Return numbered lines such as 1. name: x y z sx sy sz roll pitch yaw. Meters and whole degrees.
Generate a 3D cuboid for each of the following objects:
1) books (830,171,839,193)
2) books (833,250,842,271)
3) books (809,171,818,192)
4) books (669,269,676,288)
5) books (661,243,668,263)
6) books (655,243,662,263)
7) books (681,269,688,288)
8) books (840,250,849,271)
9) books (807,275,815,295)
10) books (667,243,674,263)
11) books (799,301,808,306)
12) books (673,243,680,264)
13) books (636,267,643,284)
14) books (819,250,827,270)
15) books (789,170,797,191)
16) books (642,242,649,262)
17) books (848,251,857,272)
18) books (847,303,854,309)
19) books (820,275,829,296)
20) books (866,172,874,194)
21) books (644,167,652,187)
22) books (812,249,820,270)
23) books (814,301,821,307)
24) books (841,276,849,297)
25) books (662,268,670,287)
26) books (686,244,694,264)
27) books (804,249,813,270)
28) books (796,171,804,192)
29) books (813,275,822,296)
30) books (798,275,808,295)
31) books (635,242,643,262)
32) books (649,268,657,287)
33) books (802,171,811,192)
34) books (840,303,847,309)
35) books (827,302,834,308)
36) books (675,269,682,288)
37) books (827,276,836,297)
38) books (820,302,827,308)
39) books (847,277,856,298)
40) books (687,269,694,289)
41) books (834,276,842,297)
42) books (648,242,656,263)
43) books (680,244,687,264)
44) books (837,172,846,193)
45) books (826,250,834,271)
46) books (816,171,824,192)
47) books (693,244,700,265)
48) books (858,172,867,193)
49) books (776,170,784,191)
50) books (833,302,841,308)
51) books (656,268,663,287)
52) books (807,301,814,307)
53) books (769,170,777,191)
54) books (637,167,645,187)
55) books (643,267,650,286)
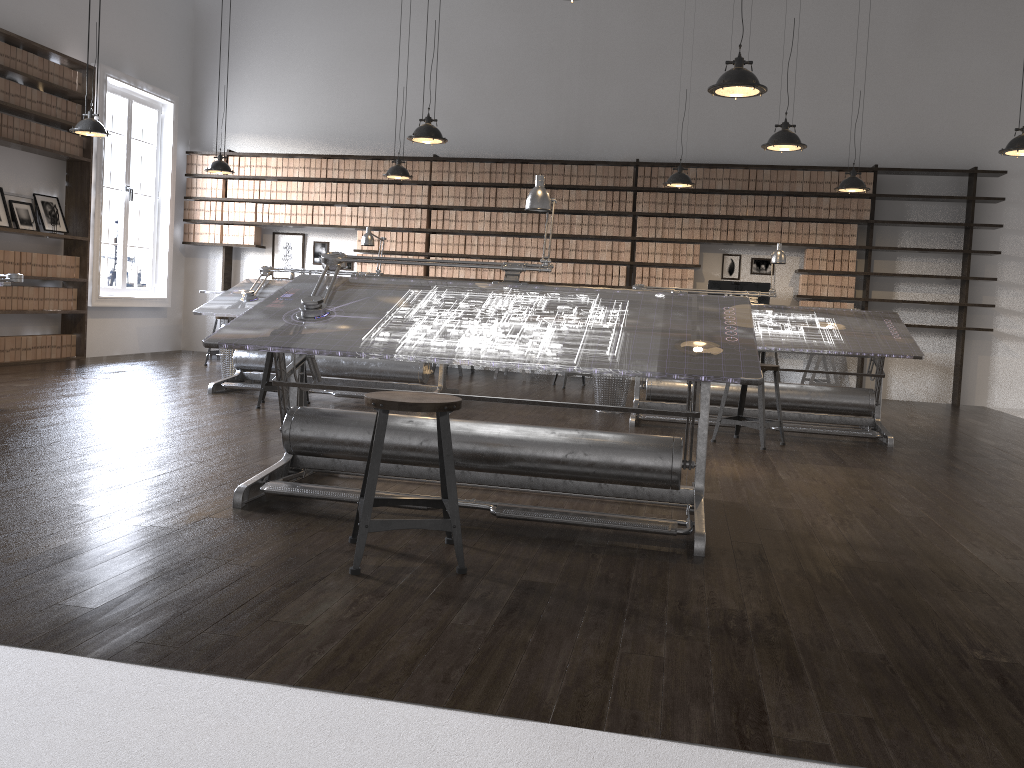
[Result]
1. books: 3.420 -2.136 9.424 0.067 0.225 0.175 4 4 11
2. books: 3.461 -1.310 9.443 0.067 0.225 0.175 4 4 11
3. books: 3.213 -2.151 9.469 0.067 0.225 0.175 4 4 11
4. books: 1.770 -1.158 9.779 0.067 0.225 0.175 4 4 11
5. books: 1.683 -1.439 9.786 0.067 0.225 0.175 4 4 11
6. books: 1.621 -1.443 9.796 0.067 0.225 0.175 4 4 11
7. books: 1.902 -1.148 9.753 0.067 0.225 0.175 4 4 11
8. books: 3.534 -1.305 9.435 0.067 0.225 0.175 4 4 11
9. books: 3.196 -1.055 9.507 0.067 0.225 0.175 4 4 11
10. books: 1.748 -1.434 9.769 0.067 0.225 0.175 4 4 11
11. books: 3.128 -0.783 9.529 0.067 0.225 0.175 4 4 11
12. books: 1.815 -1.429 9.762 0.067 0.225 0.175 4 4 11
13. books: 1.415 -1.183 9.847 0.067 0.225 0.175 4 4 11
14. books: 3.318 -1.321 9.472 0.067 0.225 0.175 4 4 11
15. books: 3.011 -2.166 9.507 0.067 0.225 0.175 4 4 11
16. books: 1.482 -1.453 9.825 0.067 0.225 0.175 4 4 11
17. books: 3.608 -1.300 9.418 0.067 0.225 0.175 4 4 11
18. books: 3.586 -0.749 9.436 0.067 0.225 0.175 4 4 11
19. books: 3.333 -1.045 9.479 0.067 0.225 0.175 4 4 11
20. books: 3.764 -2.111 9.362 0.067 0.225 0.175 4 4 11
21. books: 1.504 -2.274 9.791 0.067 0.225 0.175 4 4 11
22. books: 3.249 -1.326 9.489 0.067 0.225 0.175 4 4 11
23. books: 3.259 -0.773 9.503 0.067 0.225 0.175 4 4 11
24. books: 3.531 -1.031 9.442 0.067 0.225 0.175 4 4 11
25. books: 1.701 -1.163 9.793 0.067 0.225 0.175 4 4 11
26. books: 1.953 -1.419 9.732 0.067 0.225 0.175 4 4 11
27. books: 3.179 -1.331 9.502 0.067 0.225 0.175 4 4 11
28. books: 3.073 -2.161 9.494 0.067 0.225 0.175 4 4 11
29. books: 3.265 -1.050 9.495 0.067 0.225 0.175 4 4 11
30. books: 3.127 -1.060 9.516 0.067 0.225 0.175 4 4 11
31. books: 1.414 -1.458 9.840 0.067 0.225 0.175 4 4 11
32. books: 1.562 -1.173 9.820 0.067 0.225 0.175 4 4 11
33. books: 3.143 -2.156 9.479 0.067 0.225 0.175 4 4 11
34. books: 3.524 -0.754 9.455 0.067 0.225 0.175 4 4 11
35. books: 3.386 -0.764 9.475 0.067 0.225 0.175 4 4 11
36. books: 1.835 -1.153 9.761 0.067 0.225 0.175 4 4 11
37. books: 3.403 -1.039 9.462 0.067 0.225 0.175 4 4 11
38. books: 3.321 -0.769 9.489 0.067 0.225 0.175 4 4 11
39. books: 3.600 -1.026 9.430 0.067 0.225 0.175 4 4 11
40. books: 1.963 -1.144 9.740 0.067 0.225 0.175 4 4 11
41. books: 3.468 -1.035 9.449 0.067 0.225 0.175 4 4 11
42. books: 1.550 -1.448 9.808 0.067 0.225 0.175 4 4 11
43. books: 1.885 -1.424 9.749 0.067 0.225 0.175 4 4 11
44. books: 3.491 -2.131 9.411 0.067 0.225 0.175 4 4 11
45. books: 3.388 -1.316 9.463 0.067 0.225 0.175 4 4 11
46. books: 3.282 -2.146 9.458 0.067 0.225 0.175 4 4 11
47. books: 2.024 -1.414 9.723 0.067 0.225 0.175 4 4 11
48. books: 3.696 -2.117 9.379 0.067 0.225 0.175 4 4 11
49. books: 2.880 -2.175 9.534 0.067 0.225 0.175 4 4 11
50. books: 3.455 -0.759 9.466 0.067 0.225 0.175 4 4 11
51. books: 1.630 -1.168 9.802 0.067 0.225 0.175 4 4 11
52. books: 3.193 -0.777 9.511 0.067 0.225 0.175 4 4 11
53. books: 2.810 -2.180 9.547 0.067 0.225 0.175 4 4 11
54. books: 1.432 -2.280 9.810 0.067 0.225 0.175 4 4 11
55. books: 1.487 -1.178 9.828 0.067 0.225 0.175 4 4 11
